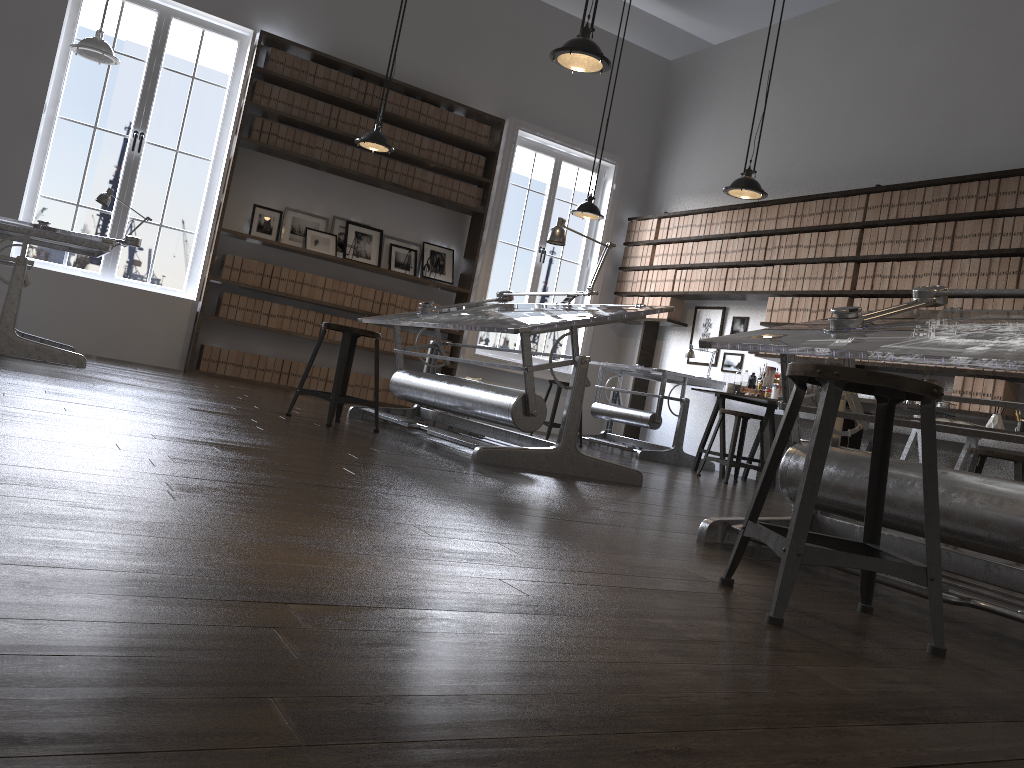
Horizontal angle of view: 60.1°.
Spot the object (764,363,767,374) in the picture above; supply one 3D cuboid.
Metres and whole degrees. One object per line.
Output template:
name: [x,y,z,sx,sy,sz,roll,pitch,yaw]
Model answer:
object: [2.066,-0.061,7.267,0.021,0.229,0.007,12,-4,-18]

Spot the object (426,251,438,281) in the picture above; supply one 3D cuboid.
object: [-0.778,-1.142,8.580,0.118,0.305,0.040,13,-4,-30]

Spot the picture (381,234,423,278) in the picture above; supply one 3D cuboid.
picture: [-1.078,-1.228,8.594,0.432,0.362,0.095,12,-3,-30]

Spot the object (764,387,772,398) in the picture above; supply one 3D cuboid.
object: [2.056,0.085,7.118,0.049,0.112,0.050,13,-4,-33]

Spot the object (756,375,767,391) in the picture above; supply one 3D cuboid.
object: [2.179,0.006,7.278,0.344,0.146,0.077,11,-3,-7]

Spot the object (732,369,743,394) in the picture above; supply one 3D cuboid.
object: [1.881,-0.009,7.374,0.067,0.230,0.069,13,-4,-33]

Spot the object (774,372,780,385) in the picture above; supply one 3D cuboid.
object: [2.242,-0.027,7.499,0.050,0.140,0.050,13,-4,-32]

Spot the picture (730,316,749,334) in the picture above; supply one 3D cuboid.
picture: [2.099,-0.482,8.192,0.022,0.285,0.202,13,-3,-31]

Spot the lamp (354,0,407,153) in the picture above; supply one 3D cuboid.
lamp: [-0.862,-2.954,6.972,0.312,2.259,0.310,8,-4,40]

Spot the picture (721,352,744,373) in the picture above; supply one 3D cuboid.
picture: [2.037,-0.195,8.183,0.023,0.184,0.252,13,-2,-30]

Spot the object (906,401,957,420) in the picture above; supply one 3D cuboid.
object: [2.781,0.187,5.877,0.282,0.161,0.204,12,-2,-30]

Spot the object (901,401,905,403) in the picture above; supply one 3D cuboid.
object: [2.907,0.073,6.494,0.079,0.189,0.078,8,-4,39]

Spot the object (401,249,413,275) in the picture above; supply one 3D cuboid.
object: [-0.993,-1.163,8.447,0.123,0.261,0.040,13,-4,-30]

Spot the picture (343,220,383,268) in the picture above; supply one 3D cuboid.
picture: [-1.402,-1.310,8.348,0.371,0.392,0.149,12,-3,-30]

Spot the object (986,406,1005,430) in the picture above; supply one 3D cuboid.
object: [3.073,0.217,5.617,0.102,0.210,0.101,10,-3,15]

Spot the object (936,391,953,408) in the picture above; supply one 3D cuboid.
object: [2.987,0.113,6.109,0.093,0.128,0.095,12,-3,-23]

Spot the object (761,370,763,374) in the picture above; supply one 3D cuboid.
object: [2.038,-0.042,7.270,0.022,0.180,0.005,11,-4,-6]

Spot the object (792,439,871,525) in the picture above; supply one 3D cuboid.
object: [1.194,0.420,3.319,0.352,0.379,0.352,11,-2,-8]

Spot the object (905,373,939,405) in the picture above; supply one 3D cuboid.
object: [2.920,0.025,6.336,0.182,0.272,0.155,8,-4,44]

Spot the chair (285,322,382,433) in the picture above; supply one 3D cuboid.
chair: [-0.897,-0.037,4.688,0.360,0.529,0.369,9,-3,39]

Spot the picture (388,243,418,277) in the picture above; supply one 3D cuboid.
picture: [-1.054,-1.189,8.562,0.288,0.291,0.127,12,-3,-30]

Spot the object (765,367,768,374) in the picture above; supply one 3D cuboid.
object: [2.060,-0.048,7.254,0.006,0.193,0.055,13,-4,-31]

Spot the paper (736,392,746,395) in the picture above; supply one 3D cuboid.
paper: [1.867,0.085,7.183,0.136,0.038,0.155,12,-1,-45]

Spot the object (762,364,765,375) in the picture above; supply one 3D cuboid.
object: [2.047,-0.057,7.251,0.007,0.215,0.054,11,-3,5]

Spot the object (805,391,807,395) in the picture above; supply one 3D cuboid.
object: [2.313,0.118,7.013,0.004,0.134,0.030,13,-4,-34]

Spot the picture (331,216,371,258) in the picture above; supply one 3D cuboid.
picture: [-1.533,-1.343,8.333,0.367,0.407,0.091,12,-4,-30]

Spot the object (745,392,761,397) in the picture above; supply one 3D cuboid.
object: [1.914,0.089,7.059,0.132,0.051,0.196,11,-1,-1]

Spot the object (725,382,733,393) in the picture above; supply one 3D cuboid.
object: [1.824,0.044,7.425,0.068,0.105,0.068,12,-3,-25]

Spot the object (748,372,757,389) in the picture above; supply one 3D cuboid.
object: [2.013,0.017,7.451,0.067,0.230,0.069,13,-4,-33]

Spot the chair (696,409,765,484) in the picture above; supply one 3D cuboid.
chair: [1.631,0.468,6.439,0.357,0.529,0.372,12,-3,-21]

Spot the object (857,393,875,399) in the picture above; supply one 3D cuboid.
object: [2.715,0.050,6.654,0.192,0.153,0.318,12,-1,-30]

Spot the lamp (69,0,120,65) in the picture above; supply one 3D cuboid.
lamp: [-2.572,-3.294,5.978,0.312,2.259,0.310,8,-4,40]

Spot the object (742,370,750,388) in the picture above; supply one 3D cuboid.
object: [1.942,-0.001,7.410,0.067,0.238,0.069,13,-4,-33]

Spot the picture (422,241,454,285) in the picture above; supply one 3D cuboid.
picture: [-0.730,-1.195,8.760,0.341,0.365,0.161,12,-3,-30]

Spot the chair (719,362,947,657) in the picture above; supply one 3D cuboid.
chair: [0.704,0.242,1.883,0.358,0.529,0.371,11,-3,-1]

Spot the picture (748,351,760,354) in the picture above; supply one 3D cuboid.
picture: [2.226,-0.357,7.926,0.023,0.184,0.252,13,-2,-30]

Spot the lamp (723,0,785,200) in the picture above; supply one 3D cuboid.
lamp: [1.848,-2.439,6.288,0.312,2.259,0.310,8,-4,40]

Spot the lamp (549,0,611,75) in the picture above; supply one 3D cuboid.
lamp: [0.551,-2.707,4.484,0.312,2.259,0.310,11,-3,-9]

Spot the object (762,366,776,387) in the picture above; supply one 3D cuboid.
object: [2.167,-0.059,7.494,0.107,0.177,0.107,12,-3,-28]

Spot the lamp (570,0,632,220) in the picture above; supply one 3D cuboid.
lamp: [0.884,-2.607,7.978,0.312,2.259,0.310,8,-4,40]

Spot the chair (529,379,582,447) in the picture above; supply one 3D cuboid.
chair: [0.420,0.247,7.597,0.357,0.529,0.372,12,-3,-21]

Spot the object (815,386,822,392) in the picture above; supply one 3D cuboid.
object: [2.462,0.026,7.015,0.090,0.109,0.171,12,-2,-30]

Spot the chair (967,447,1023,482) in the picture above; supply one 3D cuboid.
chair: [2.546,0.626,4.690,0.373,0.529,0.356,9,-3,34]

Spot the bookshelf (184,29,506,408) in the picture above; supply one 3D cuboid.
bookshelf: [-1.566,-1.030,8.290,2.461,3.735,0.413,12,-4,-30]

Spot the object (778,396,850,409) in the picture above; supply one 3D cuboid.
object: [2.207,0.147,6.442,0.310,0.033,0.447,11,-1,-30]

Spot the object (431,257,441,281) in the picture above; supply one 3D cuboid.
object: [-0.737,-1.112,8.637,0.110,0.263,0.040,13,-4,-30]

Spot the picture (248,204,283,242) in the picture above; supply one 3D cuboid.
picture: [-2.215,-1.432,7.957,0.265,0.316,0.058,12,-4,-30]

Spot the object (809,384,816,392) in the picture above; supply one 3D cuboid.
object: [2.433,0.028,7.124,0.107,0.162,0.234,10,-2,26]

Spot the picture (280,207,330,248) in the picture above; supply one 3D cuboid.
picture: [-1.900,-1.395,8.117,0.413,0.366,0.083,12,-3,-30]

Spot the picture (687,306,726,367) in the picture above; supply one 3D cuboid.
picture: [1.873,-0.464,8.546,0.039,0.576,0.416,13,-3,-30]

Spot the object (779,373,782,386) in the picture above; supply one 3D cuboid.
object: [2.278,-0.020,7.439,0.070,0.131,0.070,10,-3,8]

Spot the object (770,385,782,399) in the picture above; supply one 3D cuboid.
object: [2.125,0.084,7.081,0.103,0.142,0.105,13,-3,-37]

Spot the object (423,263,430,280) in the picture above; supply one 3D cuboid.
object: [-0.825,-1.081,8.515,0.066,0.166,0.040,13,-4,-30]

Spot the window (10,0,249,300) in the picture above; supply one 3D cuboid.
window: [-3.139,-1.995,7.404,1.475,2.505,0.153,12,-4,-30]

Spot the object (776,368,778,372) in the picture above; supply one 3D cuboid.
object: [2.253,-0.051,7.581,0.033,0.185,0.005,13,-4,-36]

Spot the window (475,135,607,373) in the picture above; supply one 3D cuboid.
window: [0.287,-1.325,9.248,1.238,2.316,0.153,12,-4,-30]

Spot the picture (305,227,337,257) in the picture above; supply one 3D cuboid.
picture: [-1.750,-1.295,8.119,0.298,0.230,0.145,12,-3,-30]

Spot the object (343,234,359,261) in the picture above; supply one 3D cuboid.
object: [-1.477,-1.260,8.152,0.173,0.261,0.040,12,-4,-30]
